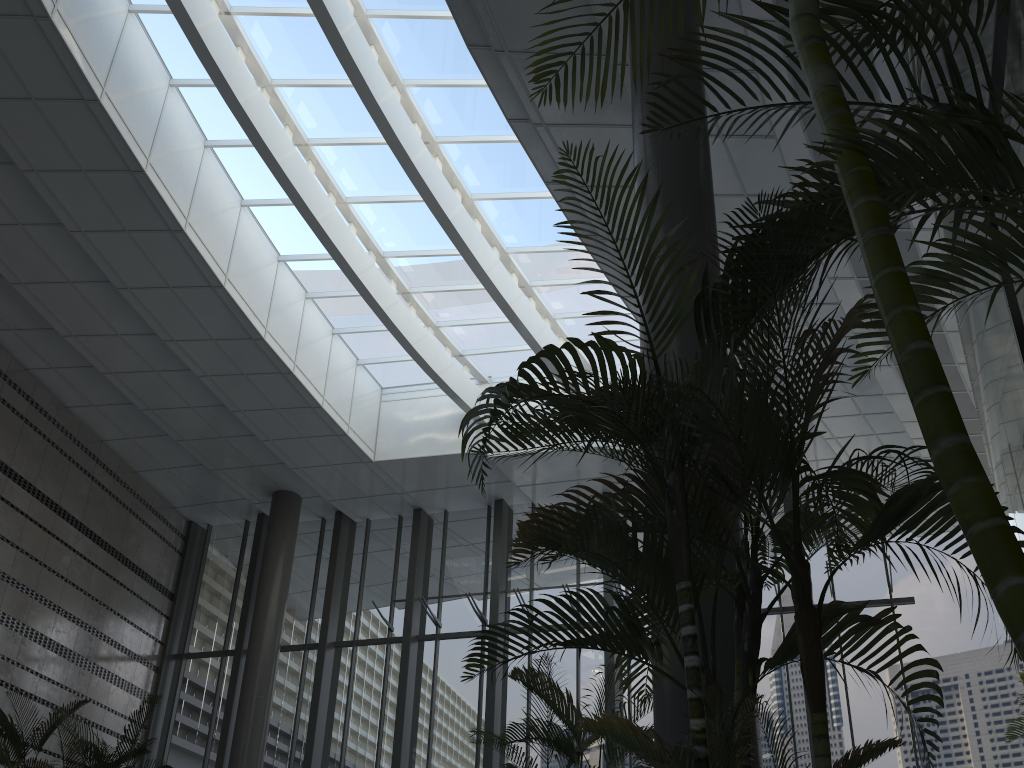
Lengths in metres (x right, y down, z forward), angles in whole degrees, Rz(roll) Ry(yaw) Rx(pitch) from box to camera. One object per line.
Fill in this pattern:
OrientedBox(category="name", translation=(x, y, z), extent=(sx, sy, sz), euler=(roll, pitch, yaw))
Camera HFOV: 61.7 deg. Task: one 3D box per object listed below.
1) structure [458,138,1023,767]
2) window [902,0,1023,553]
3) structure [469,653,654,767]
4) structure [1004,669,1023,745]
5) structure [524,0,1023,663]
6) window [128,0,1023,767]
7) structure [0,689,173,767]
OrientedBox(category="structure", translation=(0.646, 1.099, 2.359), extent=(1.653, 3.308, 2.290), euler=(3, -29, -1))
OrientedBox(category="window", translation=(4.637, 0.820, 5.132), extent=(4.208, 7.108, 17.338), euler=(-5, -35, 12))
OrientedBox(category="structure", translation=(0.375, 3.130, 5.007), extent=(1.415, 3.069, 1.366), euler=(3, -28, -1))
OrientedBox(category="structure", translation=(5.662, 3.956, 6.972), extent=(2.454, 4.132, 2.825), euler=(4, -29, -5))
OrientedBox(category="structure", translation=(0.788, -0.450, 0.894), extent=(2.454, 4.132, 2.825), euler=(4, -29, -5))
OrientedBox(category="window", translation=(-2.697, 0.158, 5.882), extent=(13.680, 8.944, 20.804), euler=(-14, -37, 22))
OrientedBox(category="structure", translation=(-5.097, 5.523, 9.356), extent=(2.524, 4.132, 2.742), euler=(-8, -30, 17))
